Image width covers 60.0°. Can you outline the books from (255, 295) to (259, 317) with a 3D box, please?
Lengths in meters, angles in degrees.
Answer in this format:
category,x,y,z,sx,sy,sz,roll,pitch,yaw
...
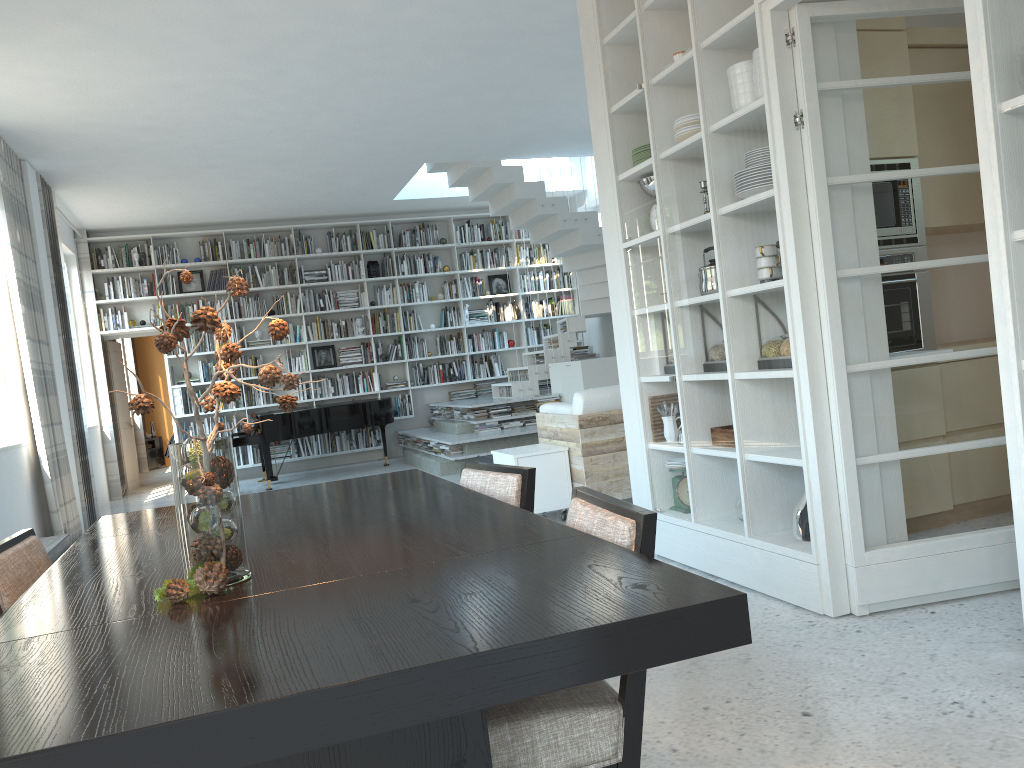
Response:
category,x,y,z,sx,sy,sz,roll,pitch,yaw
books,-3.244,-0.982,11.285,0.011,0.291,0.176,-7,2,-18

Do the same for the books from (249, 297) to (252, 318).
category,x,y,z,sx,sy,sz,roll,pitch,yaw
books,-3.318,-0.958,11.247,0.009,0.263,0.189,-7,2,-18

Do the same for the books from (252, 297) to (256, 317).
category,x,y,z,sx,sy,sz,roll,pitch,yaw
books,-3.281,-0.962,11.269,0.009,0.261,0.180,-7,2,-18

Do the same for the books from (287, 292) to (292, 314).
category,x,y,z,sx,sy,sz,roll,pitch,yaw
books,-2.869,-1.026,11.410,0.022,0.285,0.190,-7,2,-18

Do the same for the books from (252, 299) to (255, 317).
category,x,y,z,sx,sy,sz,roll,pitch,yaw
books,-3.295,-0.958,11.281,0.011,0.256,0.152,-7,2,-18

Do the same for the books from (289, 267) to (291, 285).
category,x,y,z,sx,sy,sz,roll,pitch,yaw
books,-2.862,-1.386,11.412,0.055,0.264,0.167,-7,2,-18

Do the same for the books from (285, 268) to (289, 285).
category,x,y,z,sx,sy,sz,roll,pitch,yaw
books,-2.903,-1.368,11.419,0.024,0.237,0.153,-7,2,-18

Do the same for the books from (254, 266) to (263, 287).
category,x,y,z,sx,sy,sz,roll,pitch,yaw
books,-3.226,-1.351,11.288,0.075,0.285,0.178,-7,2,-18

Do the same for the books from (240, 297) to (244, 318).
category,x,y,z,sx,sy,sz,roll,pitch,yaw
books,-3.419,-0.954,11.233,0.026,0.279,0.151,-7,2,-18

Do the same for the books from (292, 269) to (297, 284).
category,x,y,z,sx,sy,sz,roll,pitch,yaw
books,-2.811,-1.367,11.454,0.028,0.212,0.134,-7,2,-18

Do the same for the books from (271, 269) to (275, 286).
category,x,y,z,sx,sy,sz,roll,pitch,yaw
books,-3.057,-1.342,11.340,0.021,0.226,0.191,-7,2,-18

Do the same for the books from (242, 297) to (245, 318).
category,x,y,z,sx,sy,sz,roll,pitch,yaw
books,-3.400,-0.955,11.235,0.012,0.276,0.157,-7,2,-18

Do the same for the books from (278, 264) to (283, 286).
category,x,y,z,sx,sy,sz,roll,pitch,yaw
books,-2.977,-1.385,11.396,0.022,0.290,0.146,-7,2,-18

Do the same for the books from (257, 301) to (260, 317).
category,x,y,z,sx,sy,sz,roll,pitch,yaw
books,-3.236,-0.946,11.314,0.012,0.217,0.133,-7,2,-18

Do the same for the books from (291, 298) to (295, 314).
category,x,y,z,sx,sy,sz,roll,pitch,yaw
books,-2.826,-0.997,11.436,0.024,0.216,0.142,-7,2,-18

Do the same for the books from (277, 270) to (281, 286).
category,x,y,z,sx,sy,sz,roll,pitch,yaw
books,-2.994,-1.344,11.388,0.024,0.213,0.150,-7,2,-18

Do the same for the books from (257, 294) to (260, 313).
category,x,y,z,sx,sy,sz,roll,pitch,yaw
books,-3.231,-0.999,11.303,0.004,0.321,0.153,-7,2,-18

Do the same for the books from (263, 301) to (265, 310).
category,x,y,z,sx,sy,sz,roll,pitch,yaw
books,-3.166,-0.951,11.331,0.004,0.209,0.132,-7,2,-18

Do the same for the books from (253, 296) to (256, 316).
category,x,y,z,sx,sy,sz,roll,pitch,yaw
books,-3.275,-0.972,11.277,0.011,0.279,0.169,-7,2,-18

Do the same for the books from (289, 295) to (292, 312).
category,x,y,z,sx,sy,sz,roll,pitch,yaw
books,-2.854,-1.014,11.422,0.010,0.257,0.140,-7,2,-18

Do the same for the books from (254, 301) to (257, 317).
category,x,y,z,sx,sy,sz,roll,pitch,yaw
books,-3.258,-0.939,11.275,0.011,0.209,0.181,-7,2,-18

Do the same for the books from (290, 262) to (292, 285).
category,x,y,z,sx,sy,sz,roll,pitch,yaw
books,-2.849,-1.407,11.416,0.058,0.302,0.175,-7,2,-18

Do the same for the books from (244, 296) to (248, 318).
category,x,y,z,sx,sy,sz,roll,pitch,yaw
books,-3.374,-0.979,11.259,0.011,0.317,0.154,-7,2,-18

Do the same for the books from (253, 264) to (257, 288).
category,x,y,z,sx,sy,sz,roll,pitch,yaw
books,-3.278,-1.360,11.298,0.013,0.315,0.135,-7,2,-18

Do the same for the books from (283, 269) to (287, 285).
category,x,y,z,sx,sy,sz,roll,pitch,yaw
books,-2.920,-1.358,11.397,0.022,0.223,0.161,-7,2,-18

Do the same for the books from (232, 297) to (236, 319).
category,x,y,z,sx,sy,sz,roll,pitch,yaw
books,-3.517,-0.945,11.216,0.012,0.285,0.159,-7,2,-18

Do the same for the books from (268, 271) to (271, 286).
category,x,y,z,sx,sy,sz,roll,pitch,yaw
books,-3.099,-1.328,11.338,0.010,0.208,0.173,-7,2,-18

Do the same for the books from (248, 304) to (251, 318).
category,x,y,z,sx,sy,sz,roll,pitch,yaw
books,-3.338,-0.918,11.266,0.029,0.187,0.149,-7,2,-18

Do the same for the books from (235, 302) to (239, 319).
category,x,y,z,sx,sy,sz,roll,pitch,yaw
books,-3.482,-0.919,11.235,0.029,0.225,0.136,-7,2,-18

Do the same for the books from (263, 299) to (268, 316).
category,x,y,z,sx,sy,sz,roll,pitch,yaw
books,-3.149,-0.964,11.328,0.031,0.232,0.147,-7,2,-18

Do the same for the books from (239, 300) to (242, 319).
category,x,y,z,sx,sy,sz,roll,pitch,yaw
books,-3.437,-0.932,11.235,0.012,0.240,0.134,-7,2,-18

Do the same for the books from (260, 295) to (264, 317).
category,x,y,z,sx,sy,sz,roll,pitch,yaw
books,-3.189,-0.987,11.296,0.011,0.287,0.189,-7,2,-18

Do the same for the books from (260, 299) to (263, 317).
category,x,y,z,sx,sy,sz,roll,pitch,yaw
books,-3.201,-0.984,11.311,0.004,0.284,0.166,-7,2,-18

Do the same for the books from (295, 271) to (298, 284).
category,x,y,z,sx,sy,sz,roll,pitch,yaw
books,-2.790,-1.361,11.468,0.019,0.194,0.098,-7,2,-18

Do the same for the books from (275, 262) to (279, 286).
category,x,y,z,sx,sy,sz,roll,pitch,yaw
books,-3.010,-1.392,11.361,0.011,0.313,0.183,-7,2,-18

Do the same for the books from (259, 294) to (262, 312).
category,x,y,z,sx,sy,sz,roll,pitch,yaw
books,-3.208,-0.994,11.312,0.005,0.305,0.162,-7,2,-18

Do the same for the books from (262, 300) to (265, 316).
category,x,y,z,sx,sy,sz,roll,pitch,yaw
books,-3.174,-0.954,11.330,0.012,0.218,0.151,-7,2,-18

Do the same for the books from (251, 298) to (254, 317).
category,x,y,z,sx,sy,sz,roll,pitch,yaw
books,-3.305,-0.960,11.278,0.010,0.262,0.169,-7,2,-18

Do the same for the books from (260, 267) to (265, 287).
category,x,y,z,sx,sy,sz,roll,pitch,yaw
books,-3.182,-1.347,11.319,0.027,0.265,0.168,-7,2,-18

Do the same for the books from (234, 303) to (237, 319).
category,x,y,z,sx,sy,sz,roll,pitch,yaw
books,-3.494,-0.908,11.205,0.015,0.208,0.186,-7,2,-18

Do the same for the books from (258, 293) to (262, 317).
category,x,y,z,sx,sy,sz,roll,pitch,yaw
books,-3.219,-0.998,11.313,0.005,0.316,0.157,-7,2,-18

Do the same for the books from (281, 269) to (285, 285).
category,x,y,z,sx,sy,sz,roll,pitch,yaw
books,-2.942,-1.353,11.386,0.030,0.218,0.182,-7,2,-18

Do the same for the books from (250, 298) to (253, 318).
category,x,y,z,sx,sy,sz,roll,pitch,yaw
books,-3.308,-0.954,11.252,0.012,0.251,0.184,-7,2,-18

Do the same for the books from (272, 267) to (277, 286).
category,x,y,z,sx,sy,sz,roll,pitch,yaw
books,-3.042,-1.362,11.365,0.028,0.261,0.135,-7,2,-18

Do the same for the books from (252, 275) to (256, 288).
category,x,y,z,sx,sy,sz,roll,pitch,yaw
books,-3.290,-1.290,11.286,0.034,0.180,0.160,-7,2,-18

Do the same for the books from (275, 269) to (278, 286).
category,x,y,z,sx,sy,sz,roll,pitch,yaw
books,-3.019,-1.350,11.368,0.013,0.231,0.141,-7,2,-18

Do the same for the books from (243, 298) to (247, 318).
category,x,y,z,sx,sy,sz,roll,pitch,yaw
books,-3.383,-0.950,11.242,0.024,0.262,0.177,-7,2,-18

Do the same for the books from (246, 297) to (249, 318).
category,x,y,z,sx,sy,sz,roll,pitch,yaw
books,-3.356,-0.964,11.242,0.010,0.283,0.184,-7,2,-18

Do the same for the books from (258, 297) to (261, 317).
category,x,y,z,sx,sy,sz,roll,pitch,yaw
books,-3.219,-0.970,11.299,0.010,0.262,0.158,-7,2,-18

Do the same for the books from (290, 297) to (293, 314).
category,x,y,z,sx,sy,sz,roll,pitch,yaw
books,-2.843,-1.002,11.430,0.011,0.229,0.165,-7,2,-18

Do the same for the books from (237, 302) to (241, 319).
category,x,y,z,sx,sy,sz,roll,pitch,yaw
books,-3.457,-0.920,11.242,0.024,0.219,0.140,-7,2,-18

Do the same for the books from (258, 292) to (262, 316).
category,x,y,z,sx,sy,sz,roll,pitch,yaw
books,-3.214,-1.006,11.311,0.005,0.331,0.161,-7,2,-18

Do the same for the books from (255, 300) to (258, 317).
category,x,y,z,sx,sy,sz,roll,pitch,yaw
books,-3.256,-0.948,11.302,0.011,0.226,0.129,-7,2,-18

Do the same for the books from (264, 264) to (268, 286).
category,x,y,z,sx,sy,sz,roll,pitch,yaw
books,-3.138,-1.373,11.326,0.012,0.308,0.145,-7,2,-18

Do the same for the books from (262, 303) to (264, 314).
category,x,y,z,sx,sy,sz,roll,pitch,yaw
books,-3.187,-0.962,11.333,0.009,0.237,0.134,-7,2,-18

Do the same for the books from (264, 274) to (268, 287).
category,x,y,z,sx,sy,sz,roll,pitch,yaw
books,-3.149,-1.308,11.323,0.028,0.180,0.168,-7,2,-18

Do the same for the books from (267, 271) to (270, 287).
category,x,y,z,sx,sy,sz,roll,pitch,yaw
books,-3.123,-1.328,11.358,0.024,0.212,0.128,-7,2,-18

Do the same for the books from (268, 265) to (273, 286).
category,x,y,z,sx,sy,sz,roll,pitch,yaw
books,-3.090,-1.369,11.355,0.026,0.286,0.137,-7,2,-18
